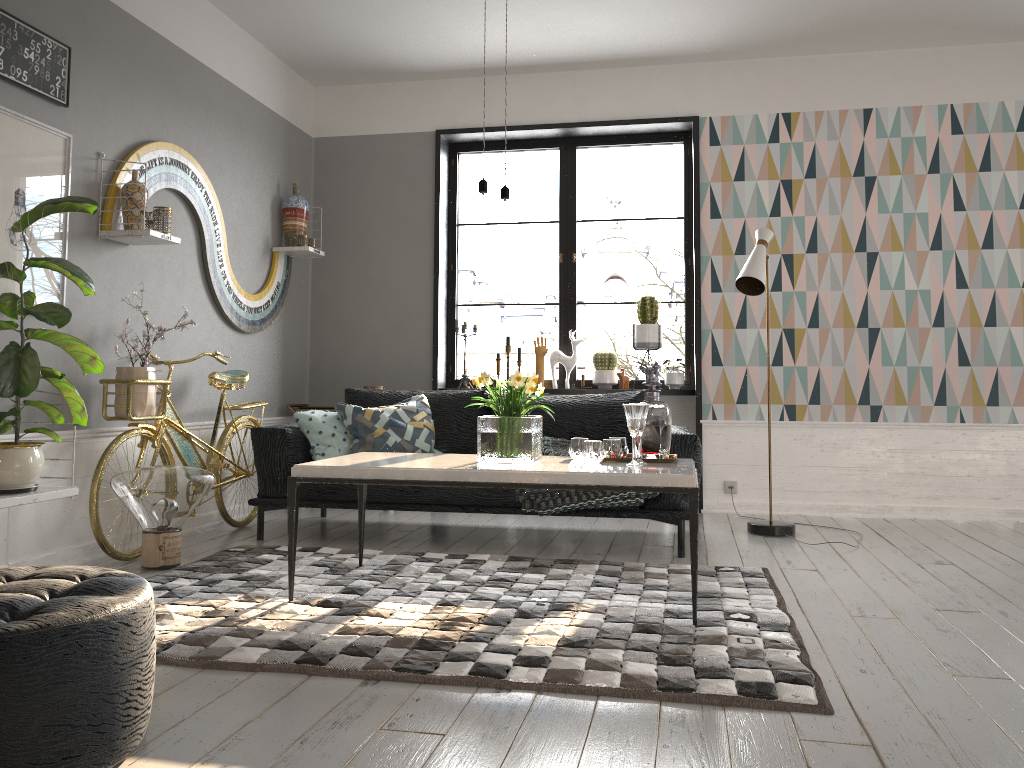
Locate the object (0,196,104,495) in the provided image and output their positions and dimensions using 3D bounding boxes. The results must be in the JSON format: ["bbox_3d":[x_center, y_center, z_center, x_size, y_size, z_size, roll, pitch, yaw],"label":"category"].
[{"bbox_3d":[-1.850,-0.169,3.380,0.566,1.155,0.415,3,-5,-39],"label":"object"}]

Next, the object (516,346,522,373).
[{"bbox_3d":[0.052,-0.117,6.204,0.075,0.302,0.075,-3,-5,42],"label":"object"}]

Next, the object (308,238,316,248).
[{"bbox_3d":[-1.335,-0.938,5.898,0.050,0.058,0.050,0,-3,1],"label":"object"}]

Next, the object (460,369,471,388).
[{"bbox_3d":[-0.332,-0.044,6.303,0.084,0.152,0.084,-1,-3,15],"label":"object"}]

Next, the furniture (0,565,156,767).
[{"bbox_3d":[-1.155,0.614,1.885,0.735,0.358,0.733,0,-1,-2],"label":"furniture"}]

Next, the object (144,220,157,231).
[{"bbox_3d":[-1.762,-0.753,4.309,0.062,0.082,0.062,1,-3,-13],"label":"object"}]

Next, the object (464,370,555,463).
[{"bbox_3d":[-0.015,0.123,3.450,0.351,0.353,0.324,0,-3,13],"label":"object"}]

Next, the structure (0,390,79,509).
[{"bbox_3d":[-2.138,0.210,2.227,0.308,0.488,2.767,0,-1,11],"label":"structure"}]

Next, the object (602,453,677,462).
[{"bbox_3d":[0.497,0.294,3.528,0.318,0.015,0.246,0,0,11],"label":"object"}]

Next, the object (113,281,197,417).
[{"bbox_3d":[-1.670,-0.159,4.212,0.253,0.644,0.486,-2,-4,29],"label":"object"}]

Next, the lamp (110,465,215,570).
[{"bbox_3d":[-1.539,0.583,3.897,0.432,0.439,0.431,-2,-3,42],"label":"lamp"}]

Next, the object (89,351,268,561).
[{"bbox_3d":[-1.617,0.323,4.574,0.426,0.973,1.621,0,-1,3],"label":"object"}]

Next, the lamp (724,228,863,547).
[{"bbox_3d":[1.618,-0.024,5.146,0.680,1.710,1.241,0,-3,9],"label":"lamp"}]

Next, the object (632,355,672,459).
[{"bbox_3d":[0.563,0.093,3.541,0.148,0.419,0.155,-2,-4,31],"label":"object"}]

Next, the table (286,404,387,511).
[{"bbox_3d":[-1.121,0.481,5.978,0.742,0.683,0.338,0,-4,11],"label":"table"}]

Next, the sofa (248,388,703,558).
[{"bbox_3d":[-0.168,0.429,4.812,2.340,0.801,0.967,0,-2,11],"label":"sofa"}]

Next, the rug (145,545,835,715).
[{"bbox_3d":[-0.282,0.794,3.266,2.526,0.034,1.765,0,0,11],"label":"rug"}]

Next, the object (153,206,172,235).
[{"bbox_3d":[-1.689,-0.780,4.272,0.086,0.140,0.085,0,-3,4],"label":"object"}]

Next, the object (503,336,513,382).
[{"bbox_3d":[-0.027,-0.156,6.171,0.123,0.377,0.122,-1,-4,16],"label":"object"}]

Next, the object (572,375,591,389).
[{"bbox_3d":[0.486,-0.015,6.057,0.123,0.099,0.122,-1,-2,34],"label":"object"}]

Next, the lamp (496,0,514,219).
[{"bbox_3d":[0.198,-1.434,2.984,0.074,1.543,1.391,2,-3,-20],"label":"lamp"}]

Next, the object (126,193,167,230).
[{"bbox_3d":[-1.704,-0.792,4.126,0.060,0.166,0.196,-3,-4,45],"label":"object"}]

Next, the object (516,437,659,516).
[{"bbox_3d":[0.369,0.453,4.408,0.666,0.330,0.489,0,-2,6],"label":"object"}]

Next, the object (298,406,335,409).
[{"bbox_3d":[-1.269,0.164,6.032,0.318,0.015,0.246,0,0,11],"label":"object"}]

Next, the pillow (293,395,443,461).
[{"bbox_3d":[-0.787,0.246,4.894,0.798,0.364,0.442,0,-2,-7],"label":"pillow"}]

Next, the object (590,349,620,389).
[{"bbox_3d":[0.640,-0.107,6.090,0.234,0.284,0.212,1,-3,-15],"label":"object"}]

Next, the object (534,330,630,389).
[{"bbox_3d":[0.477,-0.165,6.079,0.662,0.412,0.134,0,-4,12],"label":"object"}]

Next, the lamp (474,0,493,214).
[{"bbox_3d":[0.115,-1.435,2.874,0.074,1.543,1.391,2,-3,-20],"label":"lamp"}]

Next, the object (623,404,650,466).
[{"bbox_3d":[0.471,0.189,3.339,0.082,0.228,0.167,-1,-3,23],"label":"object"}]

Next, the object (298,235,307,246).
[{"bbox_3d":[-1.381,-0.939,5.839,0.060,0.079,0.060,0,-3,0],"label":"object"}]

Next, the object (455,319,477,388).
[{"bbox_3d":[-0.346,-0.214,6.237,0.144,0.492,0.162,4,-5,-43],"label":"object"}]

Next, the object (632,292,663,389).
[{"bbox_3d":[0.910,-0.301,5.945,0.235,0.673,0.227,2,-4,-18],"label":"object"}]

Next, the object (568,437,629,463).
[{"bbox_3d":[0.370,0.262,3.494,0.246,0.088,0.278,1,-1,-11],"label":"object"}]

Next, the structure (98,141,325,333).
[{"bbox_3d":[-1.597,-0.797,5.064,0.267,0.959,2.016,0,-1,11],"label":"structure"}]

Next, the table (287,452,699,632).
[{"bbox_3d":[-0.028,0.556,3.394,1.455,0.513,0.730,0,-2,11],"label":"table"}]

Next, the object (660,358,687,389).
[{"bbox_3d":[1.074,-0.067,5.869,0.171,0.204,0.245,0,-2,14],"label":"object"}]

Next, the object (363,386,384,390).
[{"bbox_3d":[-0.928,0.095,5.931,0.141,0.161,0.138,3,-3,-41],"label":"object"}]
